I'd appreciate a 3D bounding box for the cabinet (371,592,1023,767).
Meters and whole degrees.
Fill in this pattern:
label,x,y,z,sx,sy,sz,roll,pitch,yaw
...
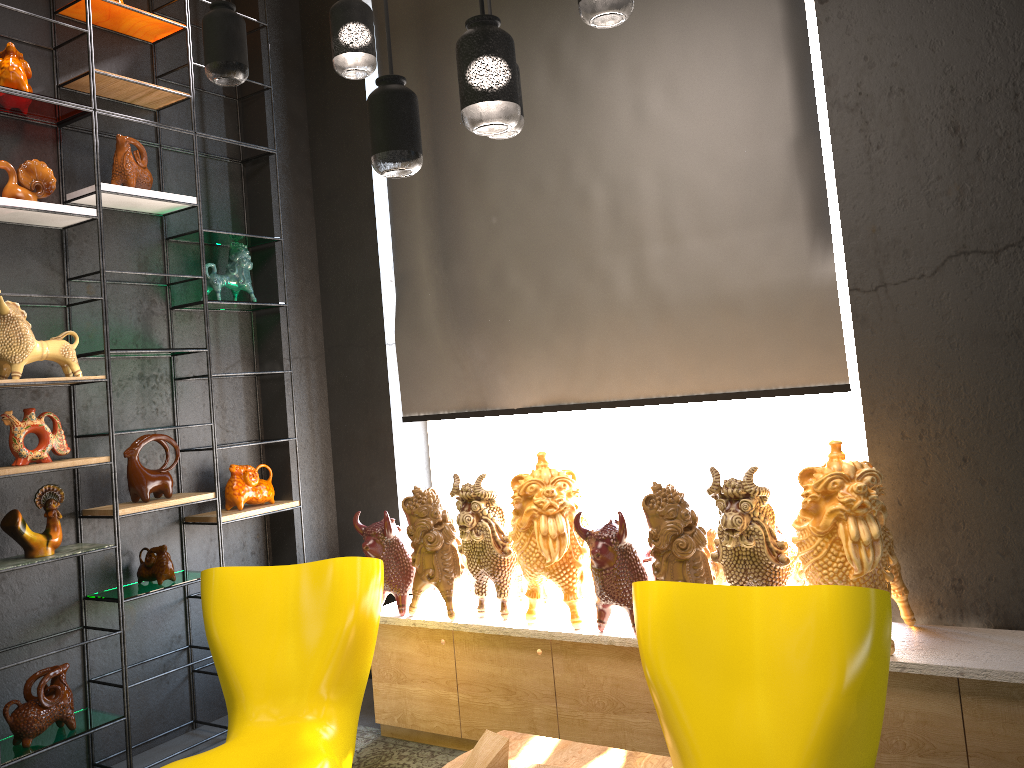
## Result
label,x,y,z,sx,sy,sz,roll,pitch,yaw
cabinet,0.630,1.127,3.151,2.719,0.532,0.404,-5,-2,33

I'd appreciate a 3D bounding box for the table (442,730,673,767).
label,x,y,z,sx,sy,sz,roll,pitch,yaw
table,0.029,1.292,2.396,0.691,0.310,0.829,-6,-1,33

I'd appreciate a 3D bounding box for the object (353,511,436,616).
label,x,y,z,sx,sy,sz,roll,pitch,yaw
object,-0.463,0.739,3.814,0.218,0.443,0.463,-8,-3,38

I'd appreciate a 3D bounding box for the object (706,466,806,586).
label,x,y,z,sx,sy,sz,roll,pitch,yaw
object,0.822,0.554,3.003,0.270,0.582,0.429,-7,-3,26

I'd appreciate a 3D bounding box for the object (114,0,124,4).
label,x,y,z,sx,sy,sz,roll,pitch,yaw
object,-1.815,-1.802,4.014,0.097,0.291,0.288,-4,-3,-18

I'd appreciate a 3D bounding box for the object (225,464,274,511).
label,x,y,z,sx,sy,sz,roll,pitch,yaw
object,-1.273,0.490,4.304,0.138,0.223,0.278,-7,-3,34

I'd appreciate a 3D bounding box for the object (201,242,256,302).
label,x,y,z,sx,sy,sz,roll,pitch,yaw
object,-1.398,-0.554,4.353,0.151,0.334,0.289,-7,-3,25

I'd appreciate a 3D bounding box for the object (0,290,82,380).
label,x,y,z,sx,sy,sz,roll,pitch,yaw
object,-1.892,-0.184,3.479,0.174,0.353,0.369,-8,-3,38

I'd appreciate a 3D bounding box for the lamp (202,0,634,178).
label,x,y,z,sx,sy,sz,roll,pitch,yaw
lamp,-0.871,-1.591,1.265,2.678,2.283,2.831,-5,-2,-13

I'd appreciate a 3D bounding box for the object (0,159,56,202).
label,x,y,z,sx,sy,sz,roll,pitch,yaw
object,-1.949,-0.809,3.555,0.234,0.211,0.106,-3,-4,-40

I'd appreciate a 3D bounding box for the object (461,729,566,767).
label,x,y,z,sx,sy,sz,roll,pitch,yaw
object,-0.044,1.074,2.380,0.349,0.137,0.520,-6,-1,28

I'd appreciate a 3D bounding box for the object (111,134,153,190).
label,x,y,z,sx,sy,sz,roll,pitch,yaw
object,-1.697,-0.966,3.962,0.126,0.251,0.252,-5,-2,3

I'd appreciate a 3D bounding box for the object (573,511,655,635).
label,x,y,z,sx,sy,sz,roll,pitch,yaw
object,0.430,0.657,3.235,0.218,0.443,0.463,-8,-3,38

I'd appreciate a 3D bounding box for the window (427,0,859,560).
label,x,y,z,sx,sy,sz,roll,pitch,yaw
window,0.433,-0.729,4.211,2.299,3.183,0.051,-7,-5,33

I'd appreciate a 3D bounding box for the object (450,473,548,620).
label,x,y,z,sx,sy,sz,roll,pitch,yaw
object,-0.071,0.636,3.582,0.270,0.582,0.429,-7,-3,26

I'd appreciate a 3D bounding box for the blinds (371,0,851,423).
label,x,y,z,sx,sy,sz,roll,pitch,yaw
blinds,-2.172,-0.588,4.997,3.529,3.323,12.648,-4,-1,-37

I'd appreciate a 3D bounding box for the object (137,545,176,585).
label,x,y,z,sx,sy,sz,roll,pitch,yaw
object,-1.557,0.783,3.852,0.210,0.169,0.105,-6,-3,32

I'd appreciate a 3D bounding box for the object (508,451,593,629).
label,x,y,z,sx,sy,sz,roll,pitch,yaw
object,0.185,0.576,3.401,0.306,0.658,0.469,-8,-4,38

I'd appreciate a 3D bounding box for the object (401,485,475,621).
label,x,y,z,sx,sy,sz,roll,pitch,yaw
object,-0.235,0.678,3.724,0.248,0.548,0.475,-8,-4,41

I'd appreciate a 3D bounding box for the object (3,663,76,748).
label,x,y,z,sx,sy,sz,roll,pitch,yaw
object,-1.788,1.215,3.339,0.125,0.251,0.253,-7,-3,33

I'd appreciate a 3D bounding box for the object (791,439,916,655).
label,x,y,z,sx,sy,sz,roll,pitch,yaw
object,1.079,0.494,2.823,0.306,0.658,0.469,-8,-4,38

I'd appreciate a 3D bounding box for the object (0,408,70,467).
label,x,y,z,sx,sy,sz,roll,pitch,yaw
object,-1.871,0.205,3.480,0.060,0.224,0.267,-8,-3,34

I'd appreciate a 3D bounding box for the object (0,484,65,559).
label,x,y,z,sx,sy,sz,roll,pitch,yaw
object,-1.840,0.531,3.428,0.123,0.272,0.227,-7,-3,33

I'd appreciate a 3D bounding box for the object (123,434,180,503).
label,x,y,z,sx,sy,sz,roll,pitch,yaw
object,-1.580,0.365,3.863,0.114,0.291,0.249,-8,-3,33

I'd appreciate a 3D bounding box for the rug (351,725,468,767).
label,x,y,z,sx,sy,sz,roll,pitch,yaw
rug,0.155,1.430,2.060,3.582,0.010,2.191,-5,0,33

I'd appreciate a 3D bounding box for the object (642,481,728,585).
label,x,y,z,sx,sy,sz,roll,pitch,yaw
object,0.658,0.596,3.145,0.248,0.548,0.475,-8,-4,41

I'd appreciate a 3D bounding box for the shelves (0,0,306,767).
label,x,y,z,sx,sy,sz,roll,pitch,yaw
shelves,-2.062,-0.334,3.298,0.273,3.926,2.993,-8,-4,33

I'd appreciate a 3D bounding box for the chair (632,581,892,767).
label,x,y,z,sx,sy,sz,roll,pitch,yaw
chair,0.552,0.949,2.064,0.656,0.901,1.069,-7,-2,28

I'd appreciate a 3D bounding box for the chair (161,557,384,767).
label,x,y,z,sx,sy,sz,roll,pitch,yaw
chair,-0.776,1.071,2.935,0.658,0.900,1.066,-5,-2,3

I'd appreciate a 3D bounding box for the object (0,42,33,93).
label,x,y,z,sx,sy,sz,roll,pitch,yaw
object,-2.038,-1.248,3.613,0.139,0.223,0.276,-4,-2,-26
